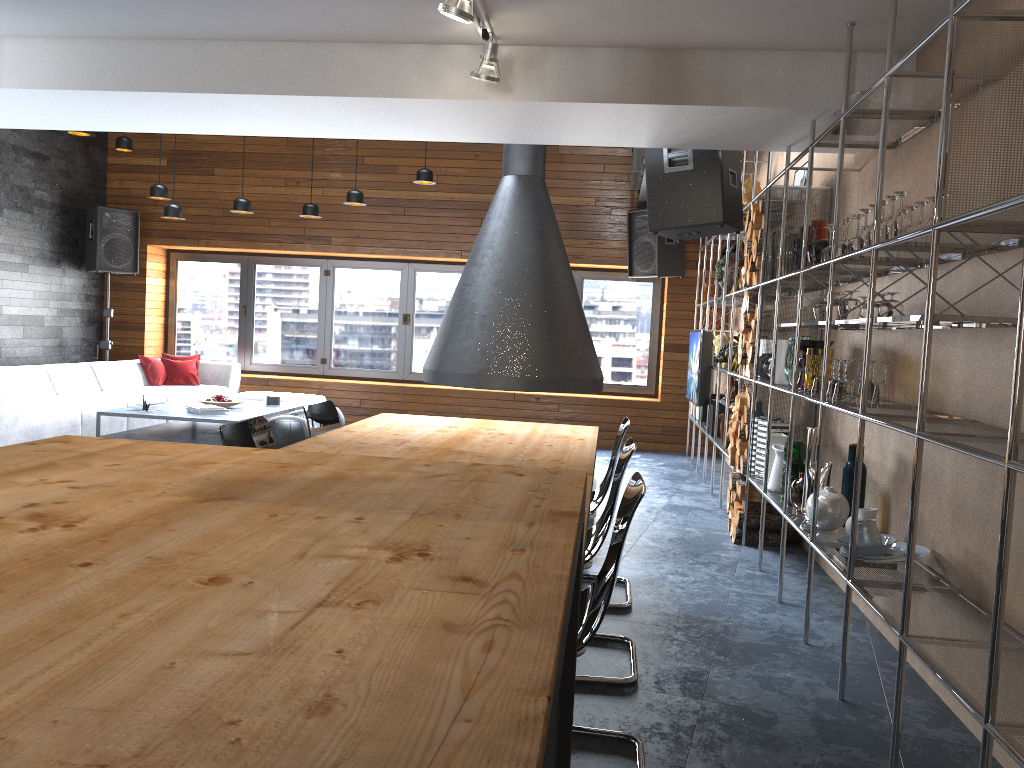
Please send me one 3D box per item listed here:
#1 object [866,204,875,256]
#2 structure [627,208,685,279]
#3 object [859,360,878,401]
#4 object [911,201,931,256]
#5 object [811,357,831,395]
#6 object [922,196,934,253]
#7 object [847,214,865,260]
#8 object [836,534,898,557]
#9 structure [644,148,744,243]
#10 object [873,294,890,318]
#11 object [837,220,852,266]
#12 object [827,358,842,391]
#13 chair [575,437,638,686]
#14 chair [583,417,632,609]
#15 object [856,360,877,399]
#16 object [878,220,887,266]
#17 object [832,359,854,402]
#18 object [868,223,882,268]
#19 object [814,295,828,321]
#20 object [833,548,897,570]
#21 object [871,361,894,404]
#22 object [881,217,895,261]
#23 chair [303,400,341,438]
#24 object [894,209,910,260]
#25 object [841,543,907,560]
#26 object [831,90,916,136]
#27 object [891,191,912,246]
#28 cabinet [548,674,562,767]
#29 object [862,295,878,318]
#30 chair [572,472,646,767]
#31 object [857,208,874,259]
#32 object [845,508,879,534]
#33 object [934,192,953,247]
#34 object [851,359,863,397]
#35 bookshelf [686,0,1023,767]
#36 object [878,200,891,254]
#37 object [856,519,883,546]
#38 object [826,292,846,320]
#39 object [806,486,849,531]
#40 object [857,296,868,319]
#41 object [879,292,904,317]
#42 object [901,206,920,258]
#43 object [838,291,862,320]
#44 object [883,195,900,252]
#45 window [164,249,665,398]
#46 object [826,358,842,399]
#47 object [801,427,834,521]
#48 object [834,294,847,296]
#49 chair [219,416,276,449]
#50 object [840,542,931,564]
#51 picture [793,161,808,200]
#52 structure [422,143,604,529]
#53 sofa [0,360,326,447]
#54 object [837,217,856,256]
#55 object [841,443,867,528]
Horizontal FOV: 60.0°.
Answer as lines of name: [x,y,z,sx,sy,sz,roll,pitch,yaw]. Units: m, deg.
object: [1.361,-0.577,3.335,0.060,0.191,0.060,5,4,32]
structure: [1.489,-1.427,9.040,0.488,0.735,0.462,1,4,-34]
object: [1.515,-0.014,3.739,0.081,0.170,0.081,3,3,2]
object: [1.482,-0.563,3.220,0.060,0.191,0.060,6,5,42]
object: [1.401,-0.037,4.013,0.081,0.170,0.081,5,4,32]
object: [1.469,-0.557,3.109,0.060,0.191,0.060,5,4,32]
object: [1.391,-0.587,3.574,0.070,0.184,0.071,2,4,-18]
object: [1.321,0.603,3.307,0.215,0.080,0.217,4,4,14]
structure: [1.053,-1.207,5.092,0.506,0.744,0.460,5,4,32]
object: [1.544,-0.313,3.699,0.092,0.124,0.092,5,4,32]
object: [1.405,-0.598,3.772,0.070,0.184,0.071,2,4,-18]
object: [1.400,-0.029,3.878,0.081,0.170,0.081,3,3,2]
chair: [0.189,0.615,3.317,0.599,0.825,0.527,3,3,6]
chair: [0.284,0.567,4.176,0.599,0.825,0.527,3,3,6]
object: [1.542,-0.019,3.846,0.081,0.170,0.081,3,3,2]
object: [1.540,-0.586,3.685,0.070,0.184,0.071,2,4,-18]
object: [1.360,-0.015,3.630,0.081,0.170,0.081,5,4,32]
object: [1.562,-0.591,3.788,0.070,0.184,0.071,2,4,-18]
object: [1.408,-0.338,3.998,0.092,0.124,0.092,5,4,32]
object: [1.317,0.653,3.313,0.184,0.024,0.184,3,4,6]
object: [1.510,-0.006,3.603,0.081,0.170,0.081,5,4,32]
object: [1.536,-0.580,3.591,0.070,0.184,0.071,2,4,-18]
chair: [-0.710,0.514,4.199,0.599,0.825,0.527,3,3,6]
object: [1.504,-0.574,3.420,0.060,0.191,0.060,5,4,32]
object: [1.356,0.622,3.304,0.246,0.052,0.249,4,4,14]
object: [1.535,-1.156,3.750,0.322,0.164,0.312,3,4,-6]
object: [1.328,-0.560,3.036,0.060,0.191,0.060,5,4,32]
cabinet: [-0.228,0.703,1.511,0.578,0.828,0.696,3,3,6]
object: [1.558,-0.320,3.824,0.092,0.124,0.092,5,4,32]
chair: [0.094,0.663,2.458,0.599,0.825,0.527,3,3,6]
object: [1.374,-0.583,3.453,0.060,0.191,0.060,5,4,32]
object: [1.448,0.578,3.673,0.100,0.142,0.102,2,4,-14]
object: [1.458,-0.551,3.009,0.060,0.191,0.060,5,4,32]
object: [1.552,-0.026,3.970,0.081,0.170,0.081,5,4,32]
bookshelf: [1.583,-2.042,3.703,0.421,6.219,10.739,3,4,6]
object: [1.351,-0.571,3.239,0.060,0.191,0.060,5,4,32]
object: [1.326,0.570,3.305,0.101,0.136,0.098,2,4,-10]
object: [1.375,-0.325,3.744,0.092,0.124,0.092,5,4,32]
object: [1.369,0.540,3.847,0.177,0.188,0.177,0,5,-43]
object: [1.574,-0.328,3.975,0.092,0.124,0.092,5,4,32]
object: [1.531,-0.306,3.579,0.092,0.124,0.092,5,4,32]
object: [1.494,-0.570,3.332,0.060,0.191,0.060,5,4,32]
object: [1.382,-0.317,3.622,0.092,0.124,0.092,5,4,32]
object: [1.338,-0.565,3.129,0.060,0.191,0.060,5,4,32]
window: [-1.219,-0.719,10.226,5.936,1.522,0.101,3,3,6]
object: [1.383,-0.023,3.769,0.081,0.170,0.081,3,3,2]
object: [1.398,0.413,4.041,0.129,0.420,0.129,4,3,10]
object: [1.423,-0.330,3.872,0.092,0.124,0.092,5,4,32]
chair: [-0.805,0.562,3.341,0.599,0.825,0.527,3,3,6]
object: [1.381,0.627,3.292,0.308,0.058,0.311,4,4,14]
picture: [1.915,-1.047,5.993,0.090,0.863,0.530,3,3,6]
structure: [0.081,-1.972,5.526,1.197,5.699,1.689,3,3,6]
sofa: [-3.145,0.220,7.982,2.205,0.693,4.035,3,4,6]
object: [1.387,-0.594,3.678,0.070,0.184,0.071,2,4,-18]
object: [1.515,0.451,3.932,0.099,0.372,0.099,1,4,-35]
